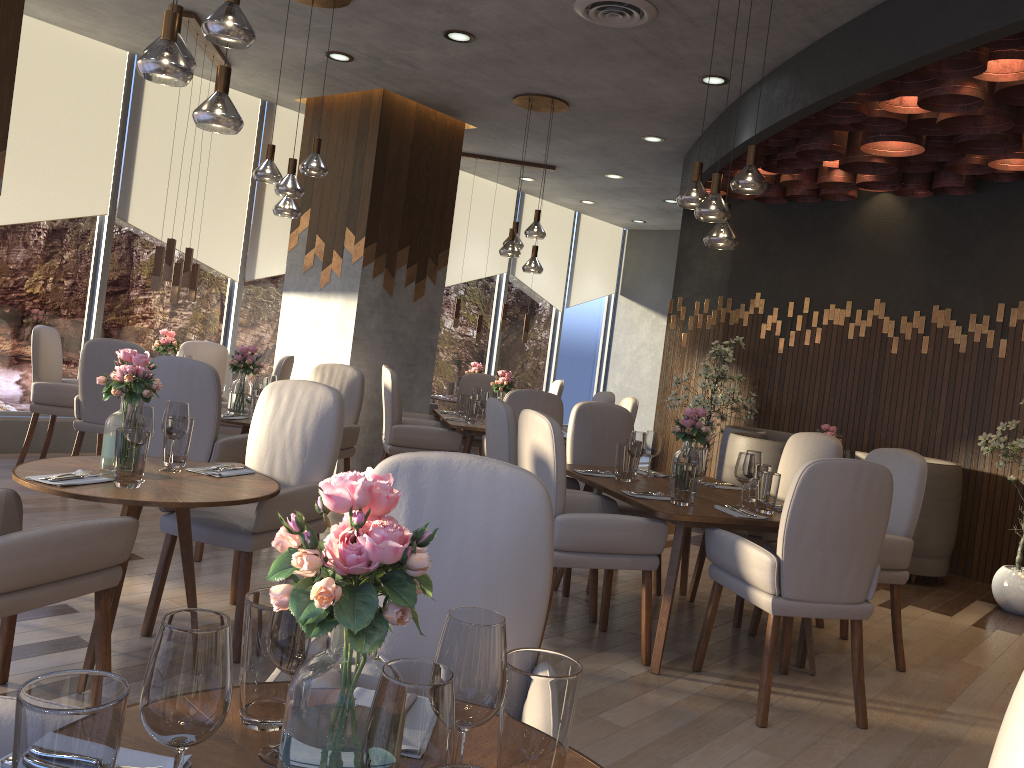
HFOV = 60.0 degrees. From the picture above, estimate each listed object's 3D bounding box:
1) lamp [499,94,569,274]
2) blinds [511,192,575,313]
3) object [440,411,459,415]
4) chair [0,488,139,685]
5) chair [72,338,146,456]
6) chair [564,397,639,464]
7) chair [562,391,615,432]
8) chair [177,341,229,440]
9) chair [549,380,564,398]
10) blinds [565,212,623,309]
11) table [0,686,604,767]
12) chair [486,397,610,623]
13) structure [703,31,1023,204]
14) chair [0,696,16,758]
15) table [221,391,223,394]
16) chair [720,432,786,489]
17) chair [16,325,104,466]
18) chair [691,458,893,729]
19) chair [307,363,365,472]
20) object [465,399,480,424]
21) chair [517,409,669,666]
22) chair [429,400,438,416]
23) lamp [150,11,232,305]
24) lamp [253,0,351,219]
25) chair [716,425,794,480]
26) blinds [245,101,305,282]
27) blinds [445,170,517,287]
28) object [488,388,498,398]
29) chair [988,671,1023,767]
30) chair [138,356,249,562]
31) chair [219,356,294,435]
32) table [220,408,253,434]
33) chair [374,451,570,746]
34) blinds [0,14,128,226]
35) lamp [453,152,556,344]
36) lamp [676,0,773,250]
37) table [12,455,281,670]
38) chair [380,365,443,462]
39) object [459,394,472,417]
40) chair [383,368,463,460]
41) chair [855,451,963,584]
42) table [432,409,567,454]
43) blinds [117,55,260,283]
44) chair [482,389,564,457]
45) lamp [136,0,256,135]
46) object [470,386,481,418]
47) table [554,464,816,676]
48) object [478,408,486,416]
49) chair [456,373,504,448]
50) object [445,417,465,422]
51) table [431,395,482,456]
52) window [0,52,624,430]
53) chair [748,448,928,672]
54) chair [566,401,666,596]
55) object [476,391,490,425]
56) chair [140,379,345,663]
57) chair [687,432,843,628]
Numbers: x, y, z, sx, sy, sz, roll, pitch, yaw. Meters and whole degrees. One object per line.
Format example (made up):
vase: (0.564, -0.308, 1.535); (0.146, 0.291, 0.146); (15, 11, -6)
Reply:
lamp: (0.144, -1.549, 6.957); (0.440, 1.326, 0.439); (7, 0, 24)
blinds: (0.471, -2.314, 11.449); (0.007, 2.680, 1.171); (7, 1, 39)
object: (-0.460, 0.236, 7.218); (0.255, 0.019, 0.157); (7, 2, -9)
chair: (-1.437, 0.467, 2.435); (0.529, 1.000, 0.599); (7, 1, 19)
chair: (-2.535, 0.206, 5.788); (0.528, 1.000, 0.600); (7, 1, -2)
chair: (0.597, 0.563, 6.770); (0.599, 1.000, 0.528); (7, 1, -8)
chair: (0.478, 0.528, 7.327); (0.599, 1.000, 0.529); (7, 1, -15)
chair: (-2.581, 0.152, 7.079); (0.528, 1.000, 0.600); (7, 1, -4)
chair: (0.188, 0.419, 9.315); (0.599, 1.000, 0.529); (7, 1, -8)
blinds: (1.255, -2.318, 12.422); (0.007, 2.680, 1.171); (7, 1, 39)
table: (-0.253, 0.836, 1.019); (0.835, 0.662, 0.832); (8, 2, 38)
chair: (0.125, 0.593, 4.343); (0.599, 1.000, 0.529); (7, 1, -15)
structure: (3.500, -1.557, 4.065); (2.751, 0.556, 9.471); (6, 2, -22)
chair: (-0.772, 0.600, 1.083); (0.600, 1.000, 0.528); (7, 1, 5)
table: (-2.584, 0.343, 6.461); (0.832, 0.662, 0.835); (6, 2, -31)
chair: (1.824, 0.809, 6.466); (0.594, 0.837, 0.776); (7, 1, -32)
chair: (-3.141, 0.108, 6.367); (0.599, 1.000, 0.529); (7, 1, -8)
chair: (1.104, 0.748, 3.487); (0.527, 1.000, 0.600); (7, 1, -15)
chair: (-1.311, 0.359, 5.809); (0.529, 1.000, 0.599); (7, 1, 16)
object: (-0.293, 0.203, 6.502); (0.102, 0.178, 0.102); (7, 1, -3)
chair: (0.290, 0.634, 3.803); (0.599, 1.000, 0.529); (7, 1, -20)
chair: (-1.077, 0.265, 9.152); (0.599, 1.000, 0.529); (7, 1, -9)
lamp: (-2.340, -1.539, 6.449); (0.118, 1.931, 1.162); (7, 1, -6)
lamp: (-1.252, -1.662, 5.232); (0.438, 1.326, 0.440); (7, 1, -44)
chair: (2.012, 0.800, 7.377); (0.773, 0.837, 0.597); (6, 1, -42)
blinds: (-1.899, -2.231, 8.517); (0.007, 2.680, 1.171); (7, 1, 39)
blinds: (-0.305, -2.375, 10.475); (0.007, 2.680, 1.171); (7, 1, 39)
object: (-0.169, 0.156, 7.293); (0.092, 0.244, 0.092); (7, 1, -31)
chair: (0.373, 0.749, 0.957); (0.600, 1.000, 0.528); (7, 1, 4)
chair: (-1.641, 0.358, 4.696); (0.529, 1.000, 0.599); (7, 1, 15)
chair: (-1.959, 0.253, 6.478); (0.599, 1.000, 0.528); (7, 1, -5)
table: (-1.498, 0.525, 5.236); (0.834, 0.662, 0.833); (7, 1, 13)
chair: (-0.174, 0.655, 1.625); (0.528, 1.000, 0.600); (7, 1, 2)
blinds: (-3.450, -2.343, 6.572); (0.007, 2.680, 1.171); (7, 1, 39)
lamp: (-0.242, -1.377, 9.215); (1.160, 1.931, 0.118); (7, 0, -6)
lamp: (1.058, -1.336, 4.266); (0.440, 1.326, 0.438); (8, 1, 44)
table: (-1.247, 0.639, 2.982); (0.833, 0.662, 0.834); (7, 1, -2)
chair: (-0.796, 0.376, 7.093); (0.599, 1.000, 0.528); (7, 1, -8)
object: (-0.377, 0.172, 7.068); (0.102, 0.178, 0.102); (7, 1, -3)
chair: (-0.699, 0.409, 6.536); (0.599, 1.000, 0.529); (7, 1, -13)
chair: (2.815, 0.942, 6.259); (0.773, 0.837, 0.596); (6, 1, -37)
table: (-0.131, 0.632, 6.941); (0.964, 0.665, 1.308); (7, 2, -11)
blinds: (-2.676, -2.275, 7.545); (0.007, 2.680, 1.171); (7, 1, 39)
chair: (0.059, 0.520, 6.118); (0.528, 1.000, 0.600); (7, 1, -8)
lamp: (-1.000, -1.547, 2.966); (0.440, 1.326, 0.438); (8, 1, 41)
object: (-0.297, 0.146, 7.147); (0.092, 0.244, 0.092); (7, 0, 16)
table: (0.808, 0.848, 4.279); (0.963, 0.665, 1.309); (7, 2, -18)
object: (-0.254, 0.176, 7.367); (0.102, 0.178, 0.102); (7, 1, -15)
chair: (-0.263, 0.420, 7.740); (0.528, 1.000, 0.600); (7, 1, -13)
object: (-0.376, 0.267, 6.651); (0.255, 0.019, 0.157); (7, 2, -9)
table: (-0.498, 0.503, 9.257); (0.835, 0.662, 0.832); (8, 2, 30)
window: (-1.657, -0.998, 4.573); (8.056, 3.198, 16.137); (7, 2, -6)
chair: (1.557, 0.778, 4.202); (0.599, 1.000, 0.529); (7, 1, -15)
chair: (0.572, 0.623, 5.067); (0.527, 1.000, 0.601); (7, 1, -21)
object: (-0.213, 0.177, 6.580); (0.092, 0.244, 0.092); (8, 1, 39)
chair: (-1.023, 0.479, 3.519); (0.529, 1.000, 0.599); (7, 1, 20)
chair: (1.369, 0.735, 4.739); (0.599, 1.000, 0.529); (7, 1, -23)
